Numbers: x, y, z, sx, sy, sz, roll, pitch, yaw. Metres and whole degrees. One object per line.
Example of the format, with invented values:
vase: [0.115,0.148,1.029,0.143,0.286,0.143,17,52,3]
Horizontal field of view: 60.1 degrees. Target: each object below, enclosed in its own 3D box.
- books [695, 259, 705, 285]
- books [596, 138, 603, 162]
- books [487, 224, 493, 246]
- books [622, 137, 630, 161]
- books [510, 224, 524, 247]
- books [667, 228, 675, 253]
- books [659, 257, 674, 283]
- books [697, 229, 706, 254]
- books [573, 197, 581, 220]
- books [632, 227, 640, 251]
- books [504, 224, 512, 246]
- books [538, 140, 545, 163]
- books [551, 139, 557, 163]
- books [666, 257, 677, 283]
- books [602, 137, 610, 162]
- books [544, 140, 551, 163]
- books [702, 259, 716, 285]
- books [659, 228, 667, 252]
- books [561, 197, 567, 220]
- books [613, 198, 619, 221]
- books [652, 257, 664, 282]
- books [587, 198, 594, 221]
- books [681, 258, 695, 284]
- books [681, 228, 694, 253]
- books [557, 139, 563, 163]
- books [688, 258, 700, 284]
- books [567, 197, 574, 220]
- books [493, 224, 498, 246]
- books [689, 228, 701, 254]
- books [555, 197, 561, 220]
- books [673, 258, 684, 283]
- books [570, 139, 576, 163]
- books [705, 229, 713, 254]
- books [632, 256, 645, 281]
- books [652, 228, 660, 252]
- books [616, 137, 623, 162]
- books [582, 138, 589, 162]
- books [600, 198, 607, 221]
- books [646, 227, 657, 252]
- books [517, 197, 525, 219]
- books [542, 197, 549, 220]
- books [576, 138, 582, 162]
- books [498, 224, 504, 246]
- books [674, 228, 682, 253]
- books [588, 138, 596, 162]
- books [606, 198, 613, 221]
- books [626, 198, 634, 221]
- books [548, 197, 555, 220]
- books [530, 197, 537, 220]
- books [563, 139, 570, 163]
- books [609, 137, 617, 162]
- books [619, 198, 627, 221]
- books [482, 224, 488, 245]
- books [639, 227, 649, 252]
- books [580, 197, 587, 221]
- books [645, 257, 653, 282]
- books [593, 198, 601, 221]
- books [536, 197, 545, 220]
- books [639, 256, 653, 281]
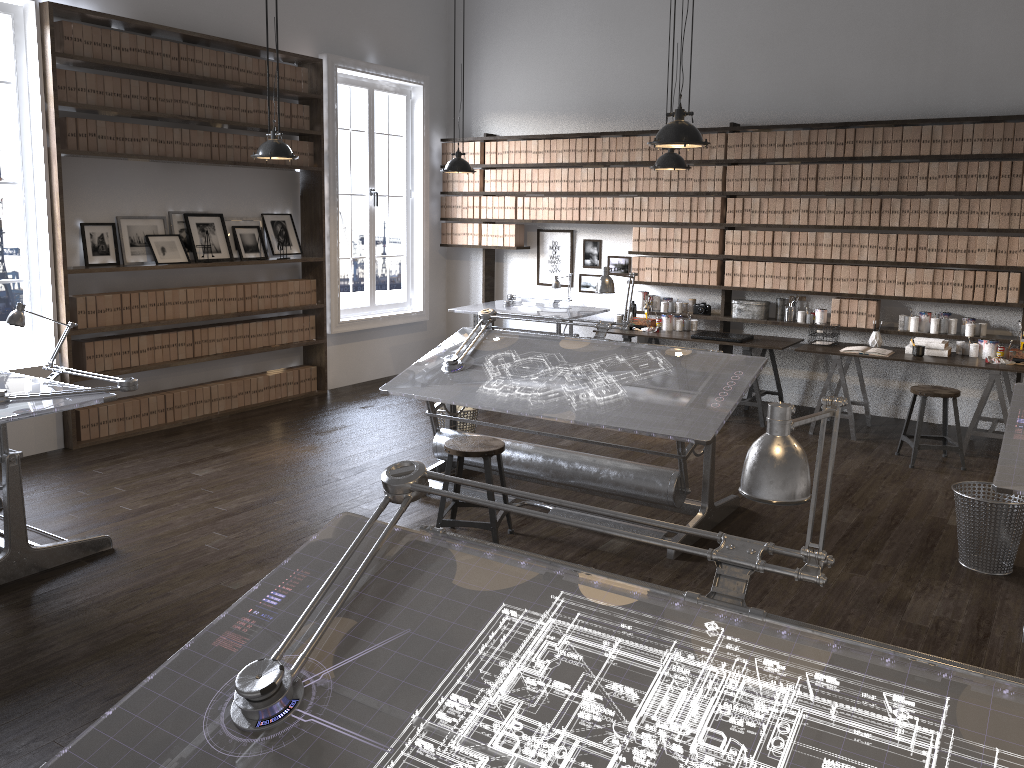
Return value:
books: [1.715,-1.011,7.964,0.067,0.224,0.175,6,11,32]
books: [0.863,-2.205,8.371,0.067,0.224,0.175,6,11,32]
books: [-0.177,-1.539,9.139,0.067,0.224,0.175,6,11,32]
books: [1.095,-2.172,8.215,0.067,0.224,0.175,6,11,32]
books: [0.050,-1.508,8.996,0.067,0.224,0.175,6,11,32]
books: [1.479,-1.310,8.082,0.067,0.224,0.175,6,11,32]
books: [1.423,-1.051,8.152,0.067,0.224,0.175,6,11,32]
books: [1.724,-1.276,7.926,0.067,0.224,0.175,6,11,32]
books: [0.664,-1.688,8.563,0.067,0.224,0.175,6,11,32]
books: [1.191,-1.349,8.261,0.067,0.224,0.175,6,11,32]
books: [-0.008,-1.516,9.035,0.067,0.224,0.175,6,11,32]
books: [0.329,-2.278,8.706,0.067,0.224,0.175,6,11,32]
books: [0.450,-2.263,8.636,0.067,0.224,0.175,6,11,32]
books: [1.483,-1.043,8.116,0.067,0.224,0.175,6,11,32]
books: [0.920,-2.196,8.329,0.067,0.224,0.175,6,11,32]
books: [0.390,-2.270,8.671,0.067,0.224,0.175,6,11,32]
books: [1.771,-1.003,7.931,0.067,0.224,0.175,6,11,32]
books: [1.420,-1.318,8.120,0.067,0.224,0.175,6,11,32]
books: [0.548,-1.705,8.641,0.067,0.224,0.175,6,11,32]
books: [1.020,-1.639,8.340,0.067,0.224,0.175,6,11,32]
books: [1.362,-1.059,8.186,0.067,0.224,0.175,6,11,32]
books: [0.787,-1.671,8.485,0.067,0.224,0.175,6,11,32]
books: [1.598,-1.026,8.034,0.067,0.224,0.175,6,11,32]
books: [1.598,-1.294,8.006,0.067,0.224,0.175,6,11,32]
books: [0.506,-2.254,8.595,0.067,0.224,0.175,6,11,32]
books: [1.659,-1.017,7.995,0.067,0.224,0.175,6,11,32]
books: [0.605,-1.697,8.608,0.067,0.224,0.175,6,11,32]
books: [-0.123,-1.532,9.107,0.067,0.224,0.175,6,11,32]
books: [1.658,-1.284,7.962,0.067,0.224,0.175,6,11,32]
books: [0.493,-1.711,8.671,0.067,0.224,0.175,6,11,32]
books: [1.540,-1.035,8.075,0.067,0.224,0.175,6,11,32]
books: [0.626,-2.237,8.514,0.067,0.224,0.175,6,11,32]
books: [1.786,-1.267,7.884,0.067,0.224,0.175,6,11,32]
books: [1.192,-1.082,8.294,0.067,0.224,0.175,6,11,32]
books: [1.360,-1.325,8.152,0.067,0.224,0.175,6,11,32]
books: [1.041,-2.181,8.256,0.067,0.224,0.175,6,11,32]
books: [0.738,-2.223,8.451,0.067,0.224,0.175,6,11,32]
books: [0.908,-1.655,8.413,0.067,0.224,0.175,6,11,32]
books: [1.306,-1.334,8.191,0.067,0.224,0.175,6,11,32]
books: [0.129,-1.762,8.908,0.067,0.224,0.175,6,11,32]
books: [0.373,-1.728,8.752,0.067,0.224,0.175,6,11,32]
books: [0.681,-2.230,8.484,0.067,0.224,0.175,6,11,32]
books: [-0.070,-1.523,9.067,0.067,0.224,0.175,6,11,32]
books: [1.536,-1.301,8.041,0.067,0.224,0.175,6,11,32]
books: [0.797,-2.213,8.406,0.067,0.224,0.175,6,11,32]
books: [0.961,-1.646,8.372,0.067,0.224,0.175,6,11,32]
books: [1.132,-1.623,8.264,0.067,0.224,0.175,6,11,32]
books: [0.432,-1.720,8.710,0.067,0.224,0.175,6,11,32]
books: [0.257,-1.745,8.828,0.067,0.224,0.175,6,11,32]
books: [0.565,-2.245,8.553,0.067,0.224,0.175,6,11,32]
books: [0.982,-2.189,8.294,0.067,0.224,0.175,6,11,32]
books: [1.072,-1.632,8.304,0.067,0.224,0.175,6,11,32]
books: [-0.239,-1.547,9.176,0.067,0.224,0.175,6,11,32]
books: [1.253,-1.341,8.224,0.067,0.224,0.175,6,11,32]
books: [0.730,-1.680,8.528,0.067,0.224,0.175,6,11,32]
books: [1.303,-1.067,8.227,0.067,0.224,0.175,6,11,32]
books: [0.849,-1.663,8.451,0.067,0.224,0.175,6,11,32]
books: [0.317,-1.737,8.792,0.067,0.224,0.175,6,11,32]
books: [1.251,-1.075,8.262,0.067,0.224,0.175,6,11,32]
